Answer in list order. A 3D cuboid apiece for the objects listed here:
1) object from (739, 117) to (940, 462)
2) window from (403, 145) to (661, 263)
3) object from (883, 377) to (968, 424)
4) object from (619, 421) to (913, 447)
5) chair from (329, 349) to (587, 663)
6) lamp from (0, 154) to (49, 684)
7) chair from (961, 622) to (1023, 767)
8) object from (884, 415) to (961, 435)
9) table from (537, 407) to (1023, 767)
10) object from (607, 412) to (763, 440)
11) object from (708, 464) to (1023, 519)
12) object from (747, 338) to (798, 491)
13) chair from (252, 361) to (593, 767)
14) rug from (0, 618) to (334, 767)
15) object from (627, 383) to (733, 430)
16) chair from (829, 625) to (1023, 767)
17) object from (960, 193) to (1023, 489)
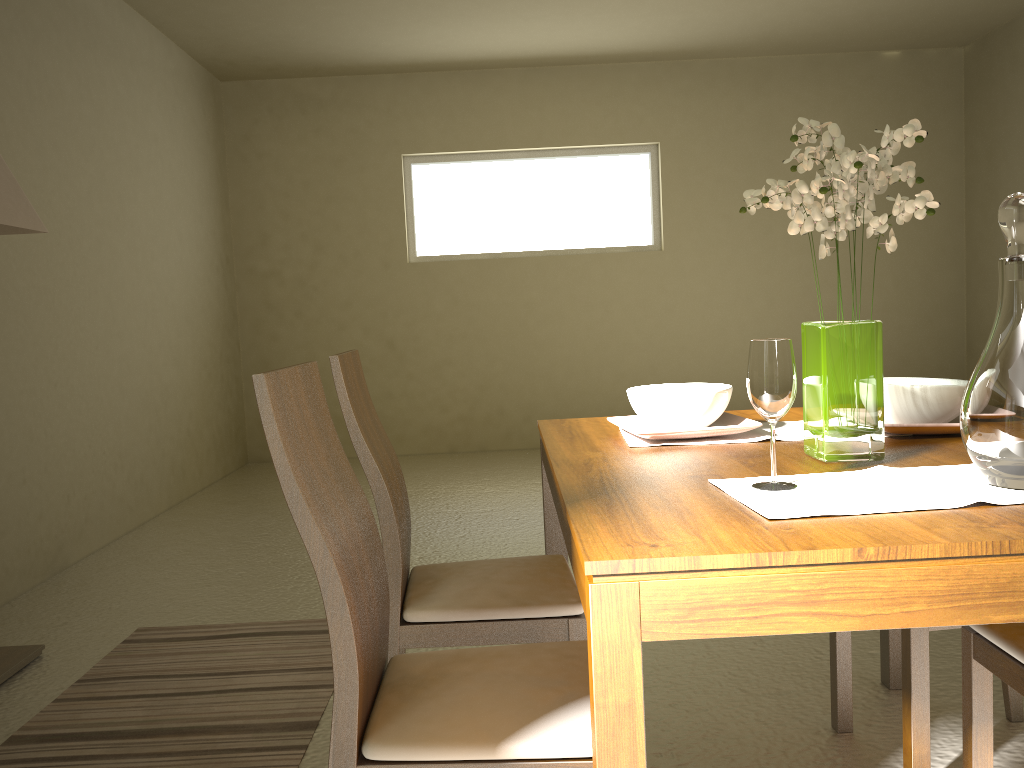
[{"bbox_3d":[0.591,-0.165,1.610,0.304,0.608,0.302,-3,4,3],"label":"object"},{"bbox_3d":[0.167,-1.436,7.121,2.025,0.848,0.100,-3,4,0],"label":"window"},{"bbox_3d":[0.867,0.042,1.902,0.232,0.107,0.233,-2,5,11],"label":"object"},{"bbox_3d":[0.549,0.105,2.006,0.589,0.010,0.287,-3,4,3],"label":"object"},{"bbox_3d":[-0.108,0.421,2.050,0.507,1.017,0.404,-3,4,-3],"label":"chair"},{"bbox_3d":[-1.801,0.058,2.822,0.499,1.782,0.499,-3,4,0],"label":"lamp"},{"bbox_3d":[1.120,0.403,1.512,0.507,1.017,0.404,-3,4,0],"label":"chair"},{"bbox_3d":[0.866,0.082,1.905,0.283,0.041,0.283,-3,4,-1],"label":"object"},{"bbox_3d":[0.596,0.522,1.776,1.000,0.790,1.411,-3,4,0],"label":"table"},{"bbox_3d":[0.378,0.098,1.992,0.283,0.033,0.283,-3,4,-6],"label":"object"},{"bbox_3d":[0.628,0.152,1.349,0.589,0.010,0.287,-3,4,-4],"label":"object"},{"bbox_3d":[0.406,0.046,1.384,0.075,0.232,0.075,-7,6,-42],"label":"object"},{"bbox_3d":[-0.090,0.466,1.461,0.507,1.017,0.404,-3,4,0],"label":"chair"},{"bbox_3d":[-0.947,0.939,2.458,0.843,0.010,1.613,-3,4,0],"label":"rug"},{"bbox_3d":[0.376,0.058,1.989,0.233,0.101,0.233,-4,5,-12],"label":"object"},{"bbox_3d":[1.053,0.366,2.034,0.507,1.017,0.404,-3,4,-4],"label":"chair"},{"bbox_3d":[0.741,-0.064,1.297,0.156,0.426,0.156,1,6,41],"label":"object"}]
